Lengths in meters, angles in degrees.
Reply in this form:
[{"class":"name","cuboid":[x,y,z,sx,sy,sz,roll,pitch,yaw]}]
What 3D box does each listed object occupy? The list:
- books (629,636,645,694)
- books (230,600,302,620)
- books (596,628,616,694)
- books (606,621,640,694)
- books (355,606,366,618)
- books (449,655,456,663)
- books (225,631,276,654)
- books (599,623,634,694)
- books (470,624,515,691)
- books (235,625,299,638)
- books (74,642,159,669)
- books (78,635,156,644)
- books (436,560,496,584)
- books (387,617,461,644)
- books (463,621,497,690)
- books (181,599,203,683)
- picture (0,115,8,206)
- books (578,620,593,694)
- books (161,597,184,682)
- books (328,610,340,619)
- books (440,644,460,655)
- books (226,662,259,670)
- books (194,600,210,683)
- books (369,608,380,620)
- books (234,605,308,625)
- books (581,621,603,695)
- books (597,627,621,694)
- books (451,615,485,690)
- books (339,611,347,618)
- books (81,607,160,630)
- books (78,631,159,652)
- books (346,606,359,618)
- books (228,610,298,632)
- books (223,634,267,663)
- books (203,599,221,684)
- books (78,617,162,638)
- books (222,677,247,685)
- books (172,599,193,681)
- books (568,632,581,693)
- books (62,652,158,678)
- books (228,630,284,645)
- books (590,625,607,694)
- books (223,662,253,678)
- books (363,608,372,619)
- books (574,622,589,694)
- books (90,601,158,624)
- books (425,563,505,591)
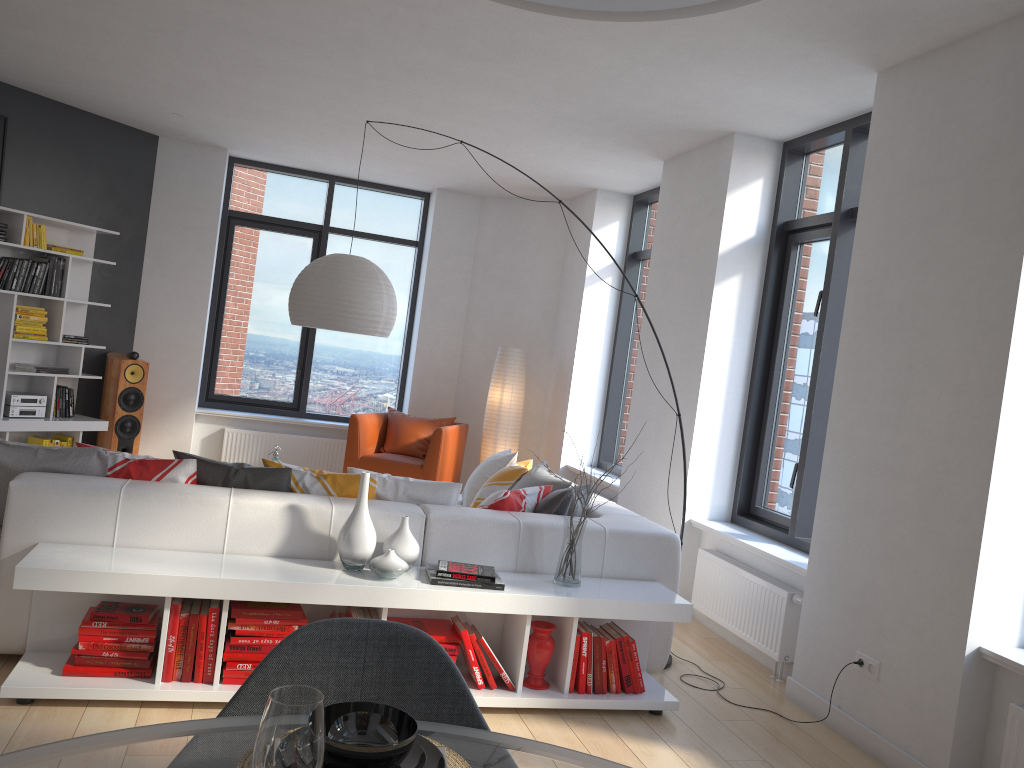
[{"class":"books","cuboid":[0.516,1.209,3.884,0.103,0.230,0.173,7,1,-16]},{"class":"books","cuboid":[-0.961,0.866,3.456,0.259,0.034,0.206,7,1,-19]},{"class":"books","cuboid":[0.396,1.193,3.832,0.081,0.230,0.165,7,1,-16]},{"class":"books","cuboid":[0.486,1.192,3.872,0.116,0.255,0.198,7,1,-16]},{"class":"books","cuboid":[-0.627,1.045,3.552,0.038,0.270,0.215,7,1,-16]},{"class":"books","cuboid":[-0.371,1.090,3.633,0.261,0.027,0.191,7,1,-12]},{"class":"books","cuboid":[-0.971,1.002,3.473,0.279,0.039,0.206,7,1,-15]},{"class":"books","cuboid":[0.455,1.192,3.860,0.119,0.249,0.187,7,1,-16]},{"class":"books","cuboid":[-0.086,1.138,3.703,0.186,0.223,0.188,7,1,-16]},{"class":"books","cuboid":[-0.952,0.947,3.453,0.236,0.023,0.178,7,1,-16]},{"class":"books","cuboid":[-1.491,1.020,3.359,0.259,0.034,0.206,7,1,-13]},{"class":"books","cuboid":[-1.488,0.939,3.370,0.261,0.028,0.191,7,1,-16]},{"class":"books","cuboid":[-0.189,0.772,3.646,0.238,0.027,0.188,8,1,-3]},{"class":"books","cuboid":[-0.382,1.019,3.668,0.301,0.032,0.227,7,1,-16]},{"class":"books","cuboid":[-0.138,1.126,3.687,0.148,0.232,0.171,7,1,-15]},{"class":"books","cuboid":[-1.222,0.975,3.388,0.034,0.259,0.207,7,1,-16]},{"class":"picture","cuboid":[-4.148,-1.695,6.153,0.076,0.707,1.279,8,2,29]},{"class":"books","cuboid":[0.303,1.168,3.801,0.056,0.262,0.185,7,1,-16]},{"class":"books","cuboid":[-1.284,0.951,3.365,0.036,0.294,0.208,7,1,-16]},{"class":"books","cuboid":[-0.762,1.039,3.503,0.144,0.247,0.188,7,1,-16]},{"class":"books","cuboid":[-0.374,1.056,3.647,0.279,0.039,0.206,7,1,-17]},{"class":"books","cuboid":[-0.967,1.068,3.439,0.266,0.026,0.187,7,1,-17]},{"class":"books","cuboid":[-1.182,0.979,3.389,0.042,0.259,0.195,7,1,-16]},{"class":"books","cuboid":[-0.566,1.054,3.544,0.028,0.269,0.181,7,1,-17]},{"class":"books","cuboid":[-0.945,0.898,3.454,0.266,0.026,0.187,7,1,-22]},{"class":"books","cuboid":[0.334,1.176,3.819,0.076,0.252,0.199,7,1,-16]},{"class":"books","cuboid":[0.418,1.195,3.842,0.083,0.233,0.178,7,1,-16]},{"class":"books","cuboid":[-0.184,1.111,3.680,0.134,0.248,0.192,7,1,-16]},{"class":"books","cuboid":[-0.721,1.044,3.508,0.115,0.245,0.192,7,1,-16]},{"class":"books","cuboid":[-1.476,0.887,3.357,0.254,0.025,0.178,7,1,-17]},{"class":"books","cuboid":[-1.482,0.966,3.357,0.257,0.025,0.182,7,1,-16]},{"class":"books","cuboid":[-0.658,1.037,3.525,0.046,0.282,0.199,7,1,-16]},{"class":"books","cuboid":[-0.969,0.921,3.455,0.257,0.025,0.182,7,1,-16]},{"class":"books","cuboid":[-0.970,1.038,3.474,0.301,0.032,0.227,7,1,-16]},{"class":"books","cuboid":[-1.149,0.968,3.403,0.049,0.291,0.214,7,1,-16]},{"class":"books","cuboid":[-1.477,0.913,3.355,0.269,0.028,0.179,7,1,-15]},{"class":"books","cuboid":[-0.980,1.122,3.453,0.274,0.029,0.200,7,1,-16]},{"class":"books","cuboid":[-1.254,0.972,3.378,0.031,0.255,0.181,7,1,-16]},{"class":"books","cuboid":[0.240,1.164,3.777,0.026,0.250,0.168,7,1,-17]},{"class":"books","cuboid":[-1.509,1.052,3.348,0.301,0.032,0.227,7,1,-16]},{"class":"books","cuboid":[-0.965,0.970,3.456,0.261,0.027,0.191,7,1,-20]},{"class":"books","cuboid":[0.365,1.183,3.817,0.066,0.247,0.175,7,1,-16]},{"class":"books","cuboid":[-0.968,1.095,3.437,0.282,0.030,0.188,7,1,-15]},{"class":"books","cuboid":[-0.596,1.052,3.551,0.028,0.266,0.188,7,1,-16]},{"class":"books","cuboid":[0.274,1.159,3.794,0.050,0.268,0.198,7,1,-16]},{"class":"books","cuboid":[-1.463,0.863,3.349,0.206,0.029,0.152,7,1,-10]},{"class":"books","cuboid":[-0.199,0.797,3.671,0.300,0.026,0.245,7,1,-11]}]
